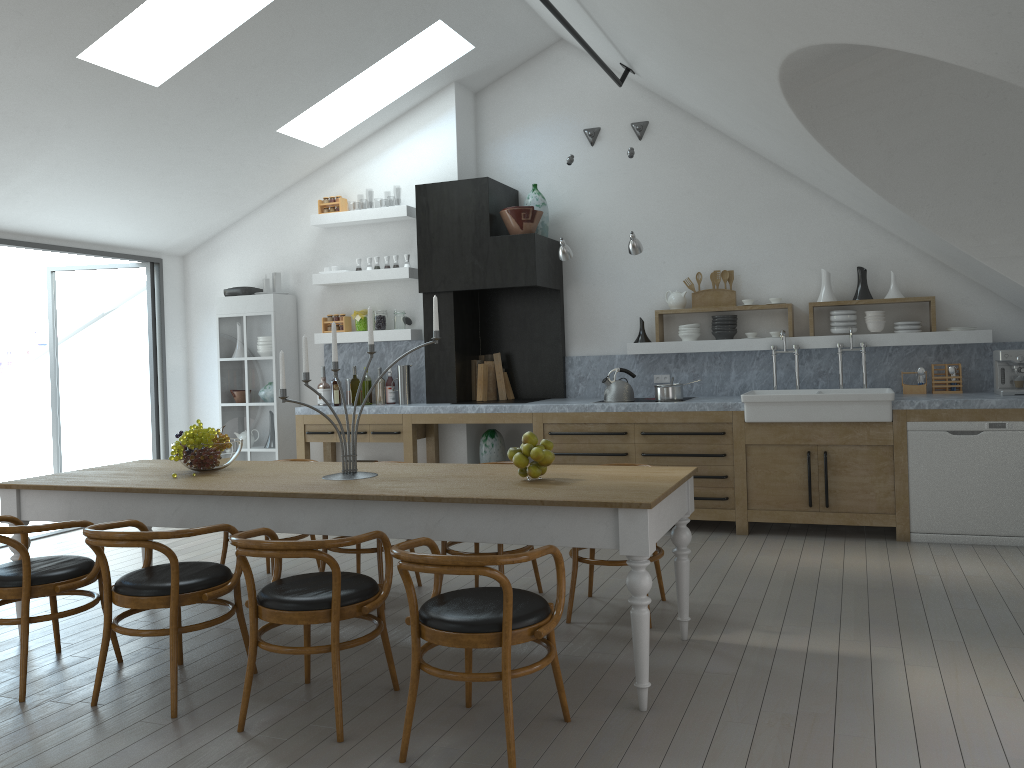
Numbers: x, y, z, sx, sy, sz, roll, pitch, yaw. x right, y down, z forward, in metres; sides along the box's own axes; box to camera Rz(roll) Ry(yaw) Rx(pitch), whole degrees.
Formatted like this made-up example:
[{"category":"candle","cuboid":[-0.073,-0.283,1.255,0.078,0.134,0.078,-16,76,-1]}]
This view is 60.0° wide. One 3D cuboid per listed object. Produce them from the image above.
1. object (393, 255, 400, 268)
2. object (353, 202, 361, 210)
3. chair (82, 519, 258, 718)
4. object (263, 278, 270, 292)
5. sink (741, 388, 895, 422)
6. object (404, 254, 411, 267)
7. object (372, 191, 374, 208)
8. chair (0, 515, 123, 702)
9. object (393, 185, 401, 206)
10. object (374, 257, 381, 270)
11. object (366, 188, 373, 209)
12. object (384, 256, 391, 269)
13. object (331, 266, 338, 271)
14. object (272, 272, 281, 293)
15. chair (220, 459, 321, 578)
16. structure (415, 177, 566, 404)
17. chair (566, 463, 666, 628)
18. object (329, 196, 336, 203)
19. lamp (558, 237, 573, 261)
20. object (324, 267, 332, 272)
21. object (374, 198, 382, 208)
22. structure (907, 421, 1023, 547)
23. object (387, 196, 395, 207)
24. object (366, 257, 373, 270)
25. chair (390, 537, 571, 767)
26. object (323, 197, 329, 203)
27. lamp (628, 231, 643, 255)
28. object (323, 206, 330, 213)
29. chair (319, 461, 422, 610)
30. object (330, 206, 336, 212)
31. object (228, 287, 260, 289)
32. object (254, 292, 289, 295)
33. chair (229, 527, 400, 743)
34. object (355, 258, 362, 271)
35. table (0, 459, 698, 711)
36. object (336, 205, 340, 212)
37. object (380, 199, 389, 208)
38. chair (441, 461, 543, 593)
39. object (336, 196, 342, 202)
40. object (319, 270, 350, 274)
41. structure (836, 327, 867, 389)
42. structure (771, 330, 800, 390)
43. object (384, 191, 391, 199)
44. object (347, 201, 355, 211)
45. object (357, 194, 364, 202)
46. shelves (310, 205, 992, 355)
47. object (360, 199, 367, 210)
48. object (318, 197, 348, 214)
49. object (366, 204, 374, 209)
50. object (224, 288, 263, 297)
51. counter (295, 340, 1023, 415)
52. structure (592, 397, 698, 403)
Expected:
[{"category":"object","cuboid":[-1.025,-1.076,7.832,0.067,0.124,0.064,-2,0,15]},{"category":"object","cuboid":[-1.385,-1.585,7.962,0.077,0.085,0.077,-3,1,-36]},{"category":"chair","cuboid":[-1.438,0.919,3.678,0.527,0.735,0.622,-2,1,21]},{"category":"object","cuboid":[-2.270,-0.920,8.188,0.054,0.196,0.054,-2,0,-44]},{"category":"sink","cuboid":[2.248,0.155,6.515,1.020,0.202,0.728,-1,2,21]},{"category":"object","cuboid":[-0.921,-1.078,7.791,0.067,0.124,0.064,-2,0,15]},{"category":"object","cuboid":[-1.259,-1.635,7.930,0.054,0.179,0.054,-2,0,-3]},{"category":"chair","cuboid":[-2.130,0.936,3.903,0.527,0.735,0.622,-2,1,25]},{"category":"object","cuboid":[-1.005,-1.642,7.766,0.063,0.187,0.063,-2,0,-11]},{"category":"object","cuboid":[-1.202,-1.072,7.895,0.067,0.124,0.064,-2,0,15]},{"category":"object","cuboid":[-1.264,-1.637,7.866,0.063,0.187,0.063,-2,0,-11]},{"category":"object","cuboid":[-1.109,-1.075,7.873,0.067,0.124,0.064,-2,0,15]},{"category":"object","cuboid":[-1.613,-1.040,8.075,0.054,0.071,0.054,-2,1,20]},{"category":"object","cuboid":[-2.193,-0.932,8.262,0.071,0.211,0.072,-2,0,45]},{"category":"chair","cuboid":[-1.465,0.864,5.475,0.527,0.735,0.622,-2,1,21]},{"category":"structure","cuboid":[-0.179,-0.791,7.722,1.075,1.884,0.781,-2,0,21]},{"category":"chair","cuboid":[0.559,0.821,4.678,0.527,0.735,0.622,-2,1,18]},{"category":"object","cuboid":[-1.638,-1.675,8.090,0.058,0.075,0.058,-1,1,44]},{"category":"lamp","cuboid":[0.404,-1.057,6.985,0.115,0.178,0.164,-1,1,40]},{"category":"object","cuboid":[-1.681,-1.033,8.104,0.058,0.061,0.057,-2,1,21]},{"category":"object","cuboid":[-1.191,-1.600,7.918,0.082,0.105,0.082,-2,1,-11]},{"category":"structure","cuboid":[3.126,0.648,6.165,0.724,0.823,0.599,-2,1,21]},{"category":"object","cuboid":[-1.064,-1.597,7.806,0.071,0.098,0.071,-2,1,-15]},{"category":"object","cuboid":[-1.276,-1.071,7.940,0.067,0.124,0.064,-2,0,15]},{"category":"chair","cuboid":[-0.117,0.894,3.074,0.527,0.735,0.622,-2,1,24]},{"category":"object","cuboid":[-1.701,-1.673,8.114,0.058,0.075,0.058,-1,1,44]},{"category":"lamp","cuboid":[0.941,-1.072,6.772,0.112,0.176,0.169,-2,1,13]},{"category":"object","cuboid":[-1.698,-1.587,8.114,0.058,0.075,0.058,-1,1,44]},{"category":"chair","cuboid":[-0.811,0.852,5.156,0.527,0.735,0.622,-2,1,18]},{"category":"object","cuboid":[-1.636,-1.588,8.090,0.058,0.075,0.058,-1,1,44]},{"category":"object","cuboid":[-2.519,-0.839,8.335,0.238,0.119,0.238,-1,2,21]},{"category":"object","cuboid":[-2.229,-0.832,8.227,0.295,0.025,0.150,-4,2,-45]},{"category":"chair","cuboid":[-0.766,0.905,3.399,0.527,0.735,0.622,-2,1,16]},{"category":"object","cuboid":[-1.380,-1.069,7.980,0.067,0.124,0.064,-2,0,15]},{"category":"table","cuboid":[-0.852,0.844,4.317,3.347,0.799,1.019,-1,1,21]},{"category":"object","cuboid":[-1.573,-1.590,8.066,0.058,0.075,0.058,-1,1,44]},{"category":"object","cuboid":[-1.126,-1.590,7.861,0.077,0.085,0.077,-3,1,-36]},{"category":"chair","cuboid":[-0.111,0.835,4.949,0.527,0.735,0.622,-2,1,24]},{"category":"object","cuboid":[-1.576,-1.676,8.065,0.058,0.075,0.058,-1,1,44]},{"category":"object","cuboid":[-1.612,-1.012,8.075,0.295,0.025,0.113,-1,2,21]},{"category":"structure","cuboid":[2.602,-0.164,6.675,0.214,0.530,0.333,-2,1,2]},{"category":"structure","cuboid":[2.147,-0.154,6.852,0.214,0.530,0.333,-2,1,2]},{"category":"object","cuboid":[-1.111,-1.635,7.925,0.048,0.169,0.048,-2,0,29]},{"category":"object","cuboid":[-1.450,-1.595,8.019,0.082,0.105,0.082,-2,1,-11]},{"category":"object","cuboid":[-1.370,-1.629,8.025,0.048,0.169,0.048,-2,0,29]},{"category":"shelves","cuboid":[0.899,-0.926,7.443,5.548,1.362,0.480,-1,0,16]},{"category":"object","cuboid":[-1.323,-1.592,7.907,0.071,0.098,0.071,-2,1,-15]},{"category":"object","cuboid":[-1.635,-1.612,8.088,0.237,0.146,0.120,-1,1,21]},{"category":"object","cuboid":[-1.299,-1.593,7.995,0.093,0.093,0.094,-3,1,-36]},{"category":"object","cuboid":[-2.519,-0.829,8.335,0.298,0.119,0.299,-1,2,21]},{"category":"counter","cuboid":[1.319,-0.124,7.052,6.573,0.619,0.962,-1,1,21]},{"category":"structure","cuboid":[1.066,0.148,7.081,0.737,0.041,0.648,-1,2,21]}]
